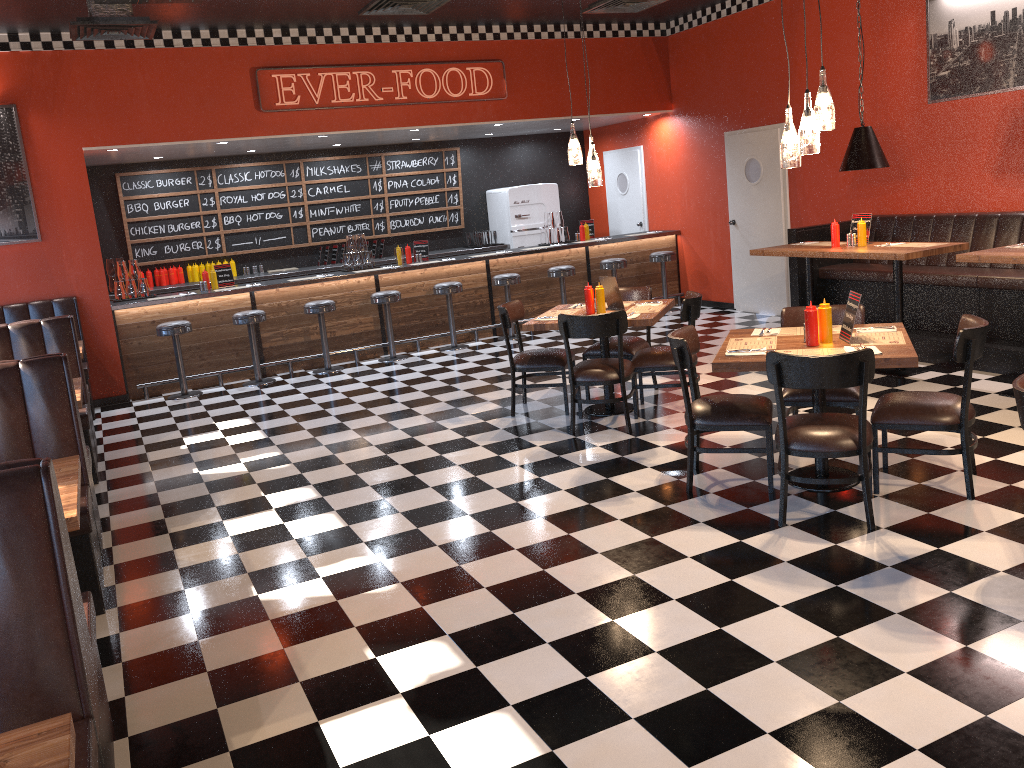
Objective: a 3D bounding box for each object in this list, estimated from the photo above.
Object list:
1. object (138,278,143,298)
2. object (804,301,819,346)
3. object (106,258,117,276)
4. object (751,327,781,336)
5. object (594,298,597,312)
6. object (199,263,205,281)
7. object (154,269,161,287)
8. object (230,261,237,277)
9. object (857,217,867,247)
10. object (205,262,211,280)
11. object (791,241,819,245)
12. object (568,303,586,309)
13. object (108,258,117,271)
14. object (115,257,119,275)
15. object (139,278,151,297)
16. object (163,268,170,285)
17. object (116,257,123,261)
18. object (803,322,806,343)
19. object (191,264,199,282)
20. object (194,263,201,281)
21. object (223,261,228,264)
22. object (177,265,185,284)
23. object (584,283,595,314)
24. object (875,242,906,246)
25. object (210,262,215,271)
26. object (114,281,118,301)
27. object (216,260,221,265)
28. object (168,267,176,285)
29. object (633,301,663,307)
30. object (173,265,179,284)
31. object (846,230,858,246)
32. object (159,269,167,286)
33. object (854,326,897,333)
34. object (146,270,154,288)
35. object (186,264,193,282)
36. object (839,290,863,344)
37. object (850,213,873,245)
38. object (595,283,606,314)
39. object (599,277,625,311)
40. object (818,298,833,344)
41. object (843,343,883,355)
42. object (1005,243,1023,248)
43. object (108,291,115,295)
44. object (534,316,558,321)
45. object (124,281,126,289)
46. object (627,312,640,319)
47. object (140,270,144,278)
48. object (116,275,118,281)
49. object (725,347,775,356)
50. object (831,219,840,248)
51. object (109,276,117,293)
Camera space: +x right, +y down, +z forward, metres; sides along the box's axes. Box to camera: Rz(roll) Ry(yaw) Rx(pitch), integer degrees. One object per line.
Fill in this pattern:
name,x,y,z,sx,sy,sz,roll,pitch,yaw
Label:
object,-3.996,-1.040,9.591,0.106,0.207,0.105,-14,13,-39
object,1.580,-0.320,4.671,0.068,0.236,0.068,-9,11,-19
object,-4.862,-1.415,10.742,0.106,0.207,0.105,-14,13,-39
object,1.479,-0.305,5.164,0.157,0.019,0.257,-1,13,22
object,0.657,-0.612,6.687,0.047,0.135,0.094,-13,13,-34
object,-3.980,-1.448,11.401,0.068,0.236,0.068,-11,11,-26
object,-4.488,-1.356,11.214,0.068,0.236,0.068,-10,11,-22
object,-3.647,-1.522,11.584,0.068,0.236,0.068,-10,11,-22
object,2.882,-1.253,7.297,0.068,0.236,0.068,3,13,40
object,-3.928,-1.470,11.475,0.068,0.236,0.068,3,13,41
object,2.649,-1.282,8.059,0.256,0.019,0.158,-12,14,-27
object,0.542,-0.628,7.090,0.157,0.019,0.257,-1,13,23
object,-4.902,-1.435,10.852,0.106,0.207,0.105,-14,13,-39
object,-4.823,-1.452,10.893,0.106,0.207,0.105,-14,13,-39
object,-3.935,-1.025,9.491,0.106,0.207,0.105,-14,13,-39
object,-4.401,-1.373,11.250,0.068,0.236,0.068,-10,11,-22
object,-4.764,-1.436,10.793,0.106,0.207,0.105,-14,13,-39
object,1.601,-0.296,4.793,0.046,0.135,0.094,-1,12,25
object,-4.048,-1.420,11.305,0.068,0.236,0.068,3,13,41
object,-4.055,-1.442,11.405,0.068,0.236,0.068,-10,11,-22
object,-3.724,-1.506,11.548,0.068,0.236,0.068,-10,11,-23
object,-4.219,-1.398,11.282,0.068,0.236,0.068,-10,11,-22
object,0.578,-0.642,6.618,0.068,0.236,0.068,-3,10,18
object,3.055,-1.136,7.196,0.256,0.019,0.158,-12,14,-27
object,-3.854,-1.470,11.441,0.068,0.236,0.068,3,13,41
object,-4.210,-1.000,9.505,0.106,0.207,0.105,-14,13,-39
object,-3.796,-1.489,11.504,0.068,0.236,0.068,-11,11,-26
object,-4.311,-1.376,11.221,0.068,0.236,0.068,-10,11,-22
object,1.032,-0.619,6.821,0.255,0.019,0.159,-3,13,14
object,-4.303,-1.398,11.319,0.068,0.236,0.068,-10,11,-23
object,2.840,-1.220,7.412,0.047,0.135,0.094,-12,12,-33
object,-4.405,-1.353,11.160,0.068,0.236,0.068,3,13,42
object,2.003,-0.307,4.929,0.255,0.019,0.159,-1,13,21
object,-4.557,-1.332,11.137,0.068,0.236,0.068,-7,10,-8
object,-4.126,-1.423,11.355,0.068,0.236,0.068,3,13,42
object,1.790,-0.355,4.690,0.072,0.255,0.190,-5,11,5
object,2.944,-1.311,7.491,0.072,0.255,0.189,-12,12,-32
object,0.654,-0.637,6.563,0.068,0.236,0.068,-8,10,-10
object,0.755,-0.689,6.708,0.072,0.255,0.189,-13,13,-34
object,1.665,-0.337,4.707,0.068,0.236,0.068,-9,11,-19
object,1.753,-0.176,4.441,0.157,0.019,0.257,-3,12,13
object,3.566,-0.970,6.193,0.256,0.019,0.158,-12,14,-27
object,-4.795,-1.136,10.858,0.273,0.018,0.439,-11,13,-24
object,0.299,-0.493,6.582,0.255,0.019,0.159,0,13,24
object,-4.719,-1.224,10.776,0.106,0.207,0.105,-14,13,-39
object,0.829,-0.491,6.324,0.157,0.019,0.257,-1,13,21
object,-4.637,-1.315,11.095,0.068,0.236,0.068,3,13,42
object,-4.904,-1.240,10.933,0.106,0.207,0.105,-14,13,-39
object,1.255,-0.174,4.665,0.255,0.019,0.159,-1,13,19
object,2.716,-1.268,7.446,0.068,0.236,0.068,3,13,40
object,-4.820,-1.201,10.718,0.106,0.207,0.105,-14,13,-39
